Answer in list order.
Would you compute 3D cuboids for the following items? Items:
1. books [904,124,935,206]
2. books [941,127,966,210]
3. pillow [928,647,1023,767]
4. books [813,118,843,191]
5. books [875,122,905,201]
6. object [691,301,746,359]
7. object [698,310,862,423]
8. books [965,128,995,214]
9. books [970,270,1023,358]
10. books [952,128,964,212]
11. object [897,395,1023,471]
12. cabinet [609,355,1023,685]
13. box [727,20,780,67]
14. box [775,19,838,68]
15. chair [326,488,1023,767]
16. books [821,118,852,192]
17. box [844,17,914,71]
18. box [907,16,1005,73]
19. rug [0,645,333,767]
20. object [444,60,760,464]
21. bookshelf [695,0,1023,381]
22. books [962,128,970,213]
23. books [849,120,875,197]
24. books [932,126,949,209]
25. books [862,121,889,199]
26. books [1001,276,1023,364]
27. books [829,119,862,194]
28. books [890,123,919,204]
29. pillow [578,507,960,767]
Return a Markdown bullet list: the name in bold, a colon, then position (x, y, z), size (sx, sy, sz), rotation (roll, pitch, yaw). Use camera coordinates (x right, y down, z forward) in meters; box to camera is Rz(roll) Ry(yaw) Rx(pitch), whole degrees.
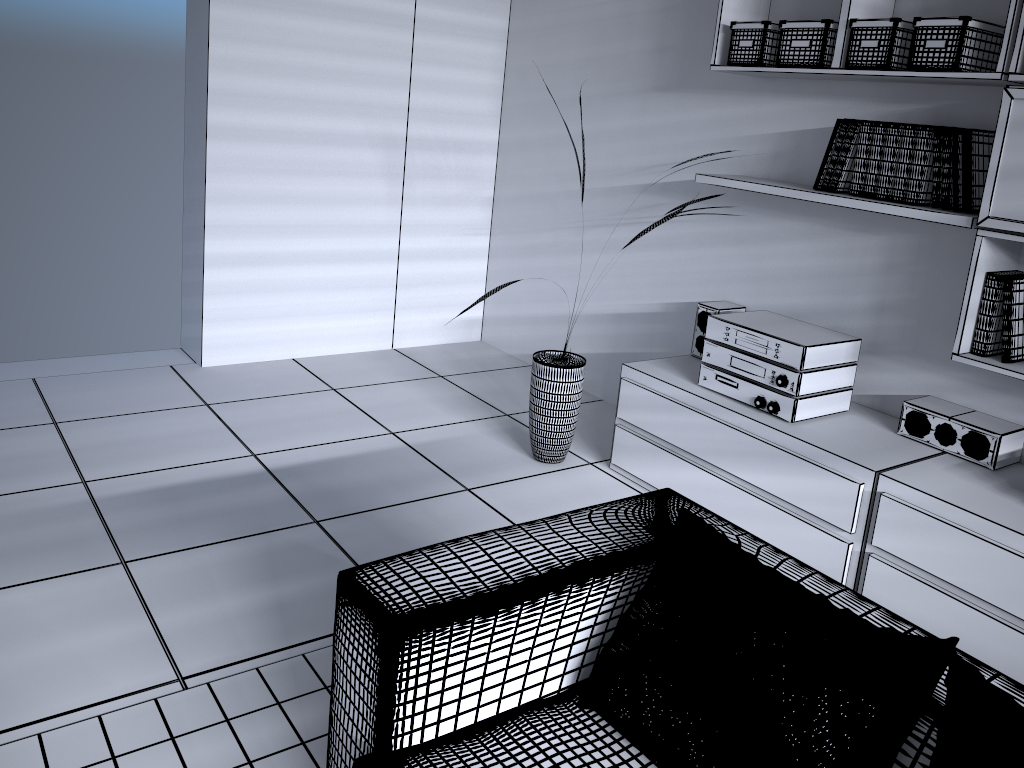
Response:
- **books**: position (1.388, -0.715, 2.896), size (0.208, 0.252, 0.051), rotation (-5, 16, -36)
- **books**: position (1.441, -0.686, 2.819), size (0.208, 0.254, 0.076), rotation (-5, 16, -36)
- **pillow**: position (0.730, 0.682, 1.085), size (0.302, 0.389, 0.578), rotation (-6, 19, -38)
- **books**: position (1.187, -0.817, 3.160), size (0.208, 0.252, 0.074), rotation (-5, 16, -36)
- **books**: position (1.324, -0.747, 2.976), size (0.208, 0.252, 0.051), rotation (-5, 16, -36)
- **object**: position (0.867, -0.221, 3.717), size (0.177, 0.226, 0.122), rotation (-5, 17, -36)
- **object**: position (0.961, -0.078, 3.211), size (0.348, 0.263, 0.440), rotation (-6, 20, -35)
- **books**: position (1.475, -0.661, 2.750), size (0.208, 0.252, 0.074), rotation (-5, 16, -36)
- **books**: position (1.523, -0.221, 2.743), size (0.208, 0.252, 0.051), rotation (-5, 16, -36)
- **books**: position (1.456, -0.674, 2.791), size (0.208, 0.252, 0.074), rotation (-5, 16, -35)
- **object**: position (1.470, 0.155, 2.896), size (0.177, 0.116, 0.336), rotation (-6, 20, -35)
- **cabinet**: position (1.287, 0.450, 2.835), size (0.576, 0.439, 2.320), rotation (-6, 21, -35)
- **box**: position (0.983, -1.287, 3.370), size (0.282, 0.158, 0.178), rotation (-6, 19, -35)
- **box**: position (1.124, -1.212, 3.177), size (0.282, 0.158, 0.216), rotation (-6, 20, -35)
- **chair**: position (0.446, 0.804, 1.294), size (0.964, 0.538, 1.686), rotation (-6, 21, -35)
- **books**: position (1.209, -0.809, 3.137), size (0.208, 0.254, 0.076), rotation (-5, 16, -36)
- **box**: position (1.280, -1.129, 2.964), size (0.282, 0.158, 0.178), rotation (-6, 19, -35)
- **box**: position (1.411, -1.060, 2.785), size (0.282, 0.158, 0.183), rotation (-6, 19, -35)
- **rug**: position (0.155, 1.025, 1.410), size (1.807, 0.001, 2.282), rotation (-7, 22, -35)
- **object**: position (0.338, -0.442, 3.499), size (1.174, 1.548, 0.256), rotation (4, 12, -4)
- **bookshelf**: position (1.674, -0.605, 2.459), size (0.328, 1.221, 2.880), rotation (-3, 19, -35)
- **books**: position (1.482, -0.671, 2.783), size (0.208, 0.252, 0.074), rotation (-5, 16, -36)
- **books**: position (1.269, -0.779, 3.061), size (0.208, 0.252, 0.051), rotation (-5, 16, -35)
- **books**: position (1.423, -0.696, 2.844), size (0.208, 0.254, 0.076), rotation (-5, 16, -35)
- **books**: position (1.299, -0.763, 3.020), size (0.208, 0.252, 0.051), rotation (-5, 16, -36)
- **books**: position (1.559, -0.201, 2.691), size (0.208, 0.254, 0.076), rotation (-5, 16, -35)
- **books**: position (1.228, -0.799, 3.112), size (0.208, 0.254, 0.076), rotation (-5, 16, -36)
- **books**: position (1.360, -0.732, 2.939), size (0.208, 0.252, 0.051), rotation (-5, 16, -36)
- **pillow**: position (0.393, 0.525, 1.547), size (0.342, 0.379, 0.579), rotation (-6, 20, -38)
